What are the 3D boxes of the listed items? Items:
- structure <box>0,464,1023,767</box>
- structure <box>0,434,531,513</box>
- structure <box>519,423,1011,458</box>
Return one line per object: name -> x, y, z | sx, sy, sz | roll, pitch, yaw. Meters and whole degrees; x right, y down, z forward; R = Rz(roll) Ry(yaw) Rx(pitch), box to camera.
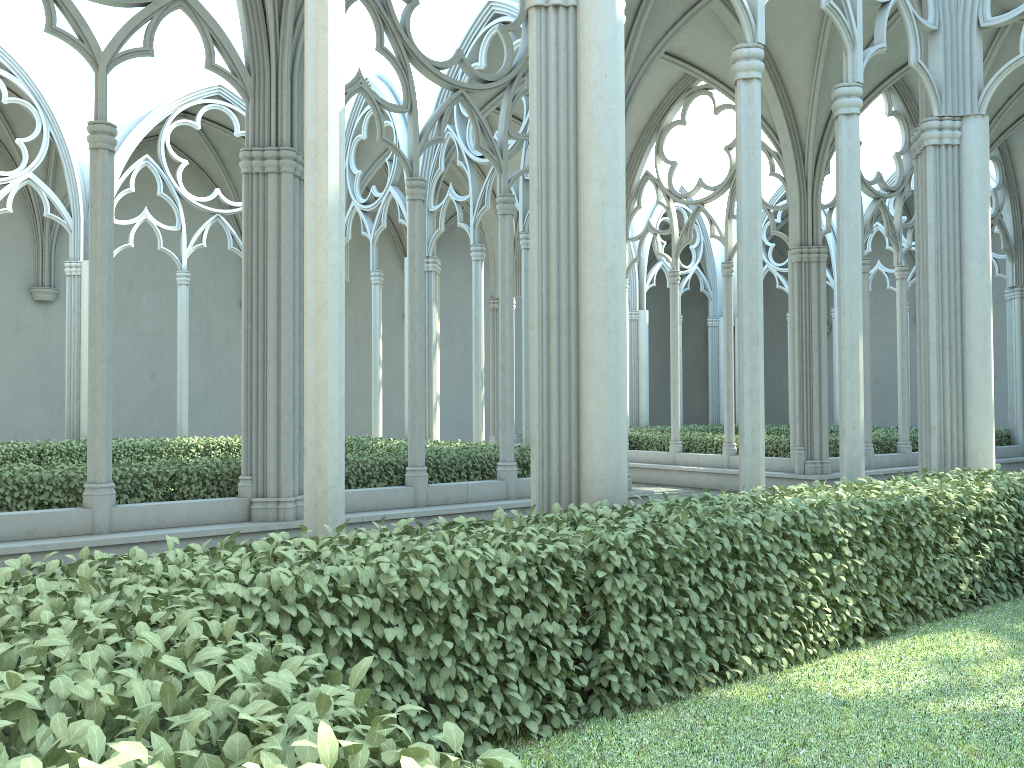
structure -> 3.281, 1.002, 2.230 | 8.018, 0.963, 7.995 | 1, -2, -37
structure -> -4.670, 1.305, 12.607 | 8.018, 0.963, 7.995 | 1, -2, -37
structure -> 5.699, 1.466, 20.554 | 8.018, 0.963, 7.995 | 1, -2, -37
